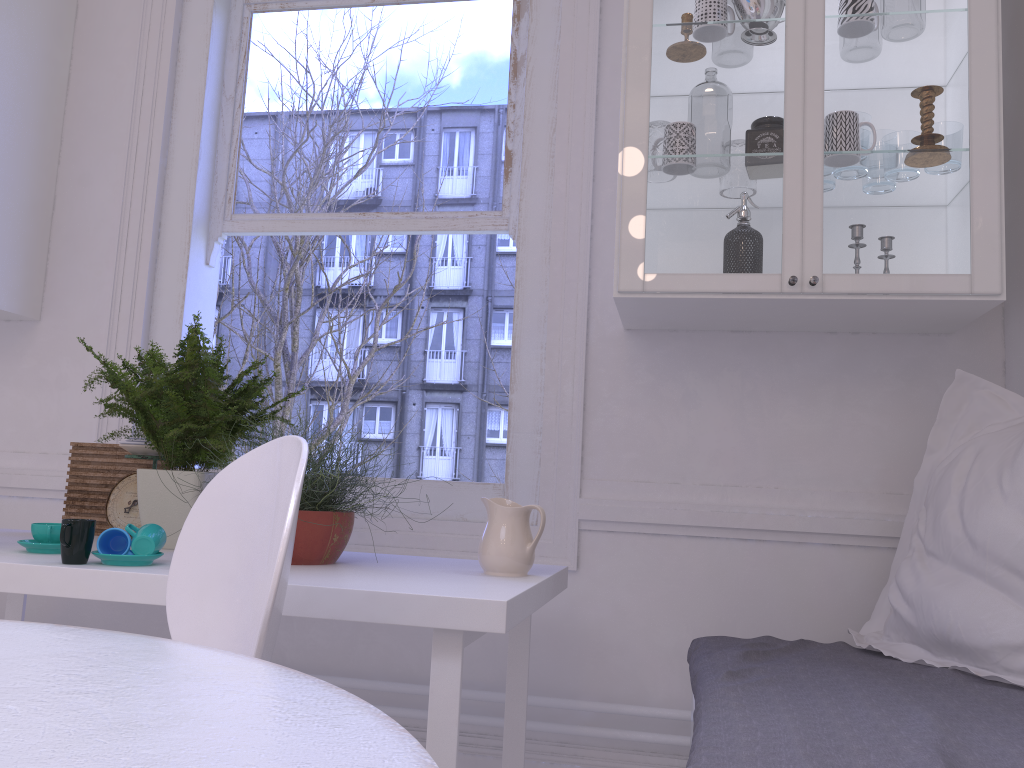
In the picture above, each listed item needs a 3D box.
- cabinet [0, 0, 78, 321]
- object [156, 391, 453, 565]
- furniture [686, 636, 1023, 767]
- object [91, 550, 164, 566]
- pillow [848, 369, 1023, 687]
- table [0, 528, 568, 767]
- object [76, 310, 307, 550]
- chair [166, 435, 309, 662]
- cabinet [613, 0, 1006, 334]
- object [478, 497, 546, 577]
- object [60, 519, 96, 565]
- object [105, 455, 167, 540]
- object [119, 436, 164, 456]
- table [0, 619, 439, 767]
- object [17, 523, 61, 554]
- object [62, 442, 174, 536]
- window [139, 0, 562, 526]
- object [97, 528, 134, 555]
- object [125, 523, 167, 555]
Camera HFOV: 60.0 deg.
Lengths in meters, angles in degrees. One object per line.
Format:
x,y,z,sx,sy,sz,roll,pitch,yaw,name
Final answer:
-1.869,-0.884,2.697,0.823,1.311,0.425,2,-7,11,cabinet
-0.425,0.203,1.854,0.668,0.367,0.531,-2,-9,36,object
0.431,0.603,0.384,0.769,0.508,3.296,2,-7,11,furniture
-0.695,0.315,1.603,0.121,0.021,0.121,8,-9,-38,object
0.990,0.264,1.823,0.374,0.642,0.677,5,-7,-18,pillow
-0.696,0.664,1.818,1.514,0.619,0.736,2,-7,11,table
-0.752,0.108,2.028,0.438,0.527,0.368,2,-7,11,object
-0.514,0.461,1.004,0.483,0.845,0.604,7,-8,-33,chair
0.700,-0.814,2.190,0.823,1.311,0.425,2,-7,11,cabinet
-0.003,0.307,1.790,0.127,0.152,0.115,4,-7,-6,object
-0.772,0.277,1.558,0.055,0.077,0.070,-2,-9,36,object
-0.880,0.279,2.149,0.159,0.208,0.185,2,-7,11,object
-0.876,0.155,2.176,0.163,0.047,0.164,7,-8,-29,object
-0.600,0.479,0.303,1.140,0.629,1.140,-3,-9,40,table
-0.911,0.305,1.758,0.121,0.055,0.121,8,-9,-38,object
-1.012,0.274,2.285,0.294,0.237,0.028,2,-7,11,object
-0.467,-0.502,2.722,1.234,1.782,0.181,2,-7,11,window
-0.709,0.288,1.606,0.069,0.058,0.080,5,-7,-16,object
-0.671,0.284,1.612,0.069,0.059,0.082,4,-7,-11,object
